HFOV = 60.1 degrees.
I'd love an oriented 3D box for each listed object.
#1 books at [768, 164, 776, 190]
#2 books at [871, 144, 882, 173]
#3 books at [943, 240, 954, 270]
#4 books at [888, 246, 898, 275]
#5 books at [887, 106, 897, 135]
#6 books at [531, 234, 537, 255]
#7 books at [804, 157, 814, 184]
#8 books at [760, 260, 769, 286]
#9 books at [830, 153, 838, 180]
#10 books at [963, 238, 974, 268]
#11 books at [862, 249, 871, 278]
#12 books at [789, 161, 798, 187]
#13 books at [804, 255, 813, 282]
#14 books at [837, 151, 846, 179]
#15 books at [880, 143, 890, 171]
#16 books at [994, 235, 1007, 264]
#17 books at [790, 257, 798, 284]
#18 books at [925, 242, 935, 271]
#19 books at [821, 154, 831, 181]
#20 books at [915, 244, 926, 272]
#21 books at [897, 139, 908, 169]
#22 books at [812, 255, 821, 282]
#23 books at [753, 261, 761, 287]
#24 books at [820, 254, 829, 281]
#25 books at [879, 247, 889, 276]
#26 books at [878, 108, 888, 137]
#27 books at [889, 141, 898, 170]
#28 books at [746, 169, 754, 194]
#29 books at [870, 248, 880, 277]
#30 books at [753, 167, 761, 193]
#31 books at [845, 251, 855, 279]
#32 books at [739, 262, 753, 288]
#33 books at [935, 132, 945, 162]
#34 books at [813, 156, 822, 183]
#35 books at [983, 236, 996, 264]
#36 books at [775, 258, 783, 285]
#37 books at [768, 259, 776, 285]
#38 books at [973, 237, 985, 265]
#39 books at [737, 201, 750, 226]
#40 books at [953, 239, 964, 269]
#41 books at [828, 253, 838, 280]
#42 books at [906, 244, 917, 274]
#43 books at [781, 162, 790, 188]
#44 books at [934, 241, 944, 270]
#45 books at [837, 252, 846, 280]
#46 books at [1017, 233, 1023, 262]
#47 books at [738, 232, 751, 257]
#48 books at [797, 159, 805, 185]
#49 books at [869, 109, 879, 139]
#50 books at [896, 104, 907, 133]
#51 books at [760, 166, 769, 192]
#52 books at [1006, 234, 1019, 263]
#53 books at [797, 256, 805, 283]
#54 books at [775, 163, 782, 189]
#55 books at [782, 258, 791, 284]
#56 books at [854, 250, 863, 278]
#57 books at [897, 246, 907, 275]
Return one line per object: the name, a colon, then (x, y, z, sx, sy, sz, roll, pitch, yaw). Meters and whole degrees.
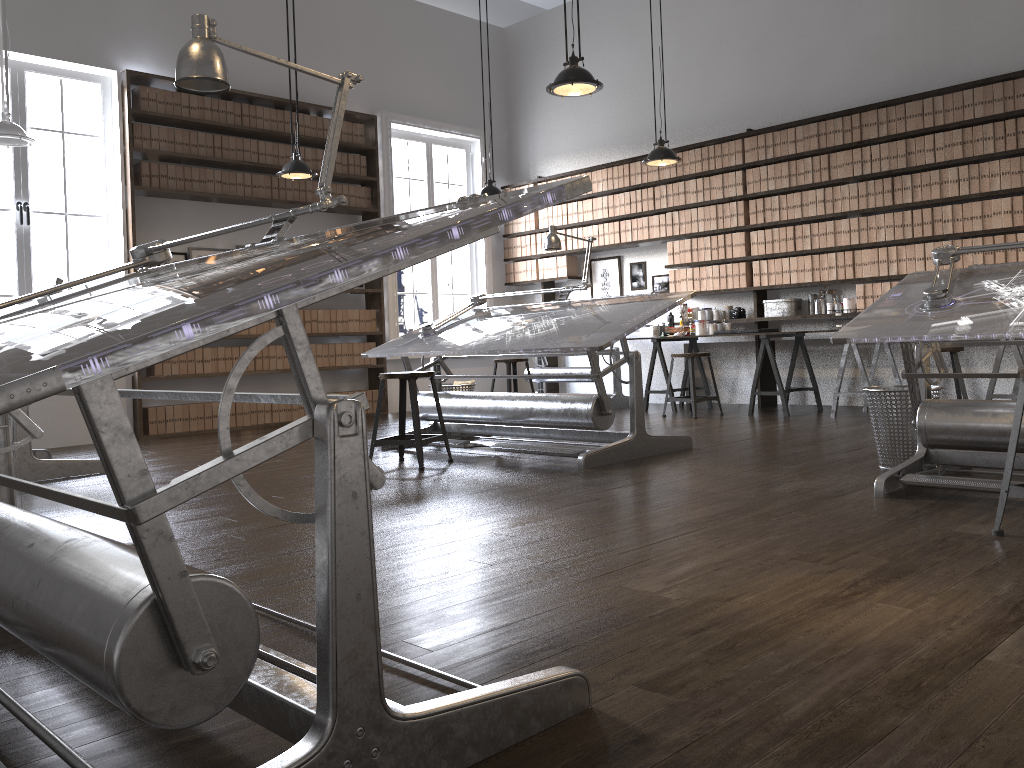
books: (2.305, -1.787, 7.712, 0.175, 0.225, 0.066, -3, 0, -44)
books: (2.939, -1.783, 7.064, 0.175, 0.226, 0.067, -3, 0, -44)
books: (3.327, -0.965, 6.694, 0.175, 0.226, 0.067, -3, 0, -44)
books: (3.041, -0.967, 6.990, 0.174, 0.226, 0.066, -3, 0, -44)
books: (3.026, -2.060, 6.974, 0.174, 0.226, 0.066, -3, 0, -44)
books: (0.295, -1.531, 9.773, 0.175, 0.225, 0.066, -3, 0, -44)
books: (2.541, -1.785, 7.470, 0.174, 0.226, 0.066, -3, 0, -44)
books: (2.260, -0.972, 7.785, 0.174, 0.226, 0.066, -3, 0, -44)
books: (2.699, -1.785, 7.316, 0.175, 0.225, 0.066, -3, 0, -44)
books: (3.428, -0.965, 6.600, 0.174, 0.226, 0.066, -3, 0, -44)
books: (2.896, -0.968, 7.139, 0.175, 0.225, 0.066, -3, 0, -44)
books: (2.445, -1.786, 7.574, 0.175, 0.226, 0.066, -3, 0, -44)
books: (2.546, -0.970, 7.489, 0.175, 0.226, 0.067, -3, 0, -44)
books: (2.743, -1.784, 7.268, 0.175, 0.225, 0.066, -3, 0, -44)
books: (2.991, -1.783, 7.014, 0.175, 0.225, 0.066, -3, 0, -44)
books: (3.577, -0.964, 6.441, 0.175, 0.226, 0.067, -3, 0, -44)
books: (2.458, -0.971, 7.584, 0.175, 0.225, 0.066, -3, 0, -44)
books: (3.239, -0.966, 6.789, 0.175, 0.225, 0.066, -3, 0, -44)
books: (2.643, -1.785, 7.365, 0.175, 0.226, 0.067, -3, 0, -44)
books: (3.187, -0.966, 6.839, 0.175, 0.226, 0.067, -3, 0, -44)
books: (3.079, -1.782, 6.919, 0.175, 0.226, 0.067, -3, 0, -44)
books: (2.598, -0.970, 7.445, 0.175, 0.226, 0.066, -3, 0, -44)
books: (2.207, -0.972, 7.834, 0.175, 0.226, 0.066, -3, 0, -44)
books: (2.648, -0.970, 7.395, 0.174, 0.226, 0.066, -3, 0, -44)
books: (2.988, -0.967, 7.039, 0.175, 0.226, 0.066, -3, 0, -44)
books: (2.975, -2.060, 7.021, 0.174, 0.226, 0.066, -3, 0, -44)
books: (3.036, -1.783, 6.970, 0.175, 0.225, 0.066, -3, 0, -44)
books: (2.159, -1.788, 7.867, 0.174, 0.226, 0.066, -3, 0, -44)
books: (2.937, -0.968, 7.091, 0.175, 0.226, 0.067, -3, 0, -44)
books: (2.206, -1.787, 7.816, 0.175, 0.226, 0.066, -3, 0, -44)
books: (2.796, -0.969, 7.236, 0.175, 0.226, 0.067, -3, 0, -44)
books: (2.115, -0.973, 7.930, 0.175, 0.226, 0.067, -3, 0, -44)
books: (3.279, -1.781, 6.720, 0.175, 0.225, 0.066, -3, 0, -44)
books: (2.594, -1.785, 7.422, 0.175, 0.226, 0.066, -3, 0, -44)
books: (3.528, -0.965, 6.499, 0.175, 0.226, 0.066, -3, 0, -44)
books: (2.359, -0.971, 7.687, 0.175, 0.226, 0.066, -3, 0, -44)
books: (2.312, -0.972, 7.738, 0.174, 0.226, 0.066, -3, 0, -44)
books: (3.475, -0.965, 6.546, 0.174, 0.226, 0.066, -3, 0, -44)
books: (2.098, -1.520, 7.937, 0.175, 0.226, 0.066, -3, 0, -44)
books: (3.379, -0.966, 6.650, 0.175, 0.226, 0.066, -3, 0, -44)
books: (2.694, -0.969, 7.341, 0.174, 0.226, 0.066, -3, 0, -44)
books: (3.140, -0.967, 6.892, 0.175, 0.226, 0.066, -3, 0, -44)
books: (2.393, -1.786, 7.618, 0.175, 0.226, 0.067, -3, 0, -44)
books: (3.284, -0.966, 6.745, 0.175, 0.225, 0.066, -3, 0, -44)
books: (2.747, -0.969, 7.294, 0.175, 0.226, 0.066, -3, 0, -44)
books: (3.682, -0.964, 6.335, 0.175, 0.226, 0.067, -3, 0, -44)
books: (2.106, -1.243, 7.928, 0.175, 0.226, 0.067, -3, 0, -44)
books: (2.495, -1.786, 7.523, 0.174, 0.226, 0.066, -3, 0, -44)
books: (2.921, -2.060, 7.070, 0.175, 0.226, 0.066, -3, 0, -44)
books: (3.074, -2.060, 6.923, 0.175, 0.226, 0.066, -3, 0, -44)
books: (2.253, -1.787, 7.763, 0.175, 0.226, 0.067, -3, 0, -44)
books: (3.633, -0.964, 6.392, 0.175, 0.225, 0.066, -3, 0, -44)
books: (2.503, -0.970, 7.540, 0.175, 0.225, 0.066, -3, 0, -44)
books: (2.350, -1.787, 7.669, 0.175, 0.225, 0.066, -3, 0, -44)
books: (2.406, -0.971, 7.634, 0.175, 0.226, 0.067, -3, 0, -44)
books: (2.852, -0.968, 7.187, 0.175, 0.225, 0.066, -3, 0, -44)
books: (3.093, -0.967, 6.943, 0.174, 0.226, 0.066, -3, 0, -44)
